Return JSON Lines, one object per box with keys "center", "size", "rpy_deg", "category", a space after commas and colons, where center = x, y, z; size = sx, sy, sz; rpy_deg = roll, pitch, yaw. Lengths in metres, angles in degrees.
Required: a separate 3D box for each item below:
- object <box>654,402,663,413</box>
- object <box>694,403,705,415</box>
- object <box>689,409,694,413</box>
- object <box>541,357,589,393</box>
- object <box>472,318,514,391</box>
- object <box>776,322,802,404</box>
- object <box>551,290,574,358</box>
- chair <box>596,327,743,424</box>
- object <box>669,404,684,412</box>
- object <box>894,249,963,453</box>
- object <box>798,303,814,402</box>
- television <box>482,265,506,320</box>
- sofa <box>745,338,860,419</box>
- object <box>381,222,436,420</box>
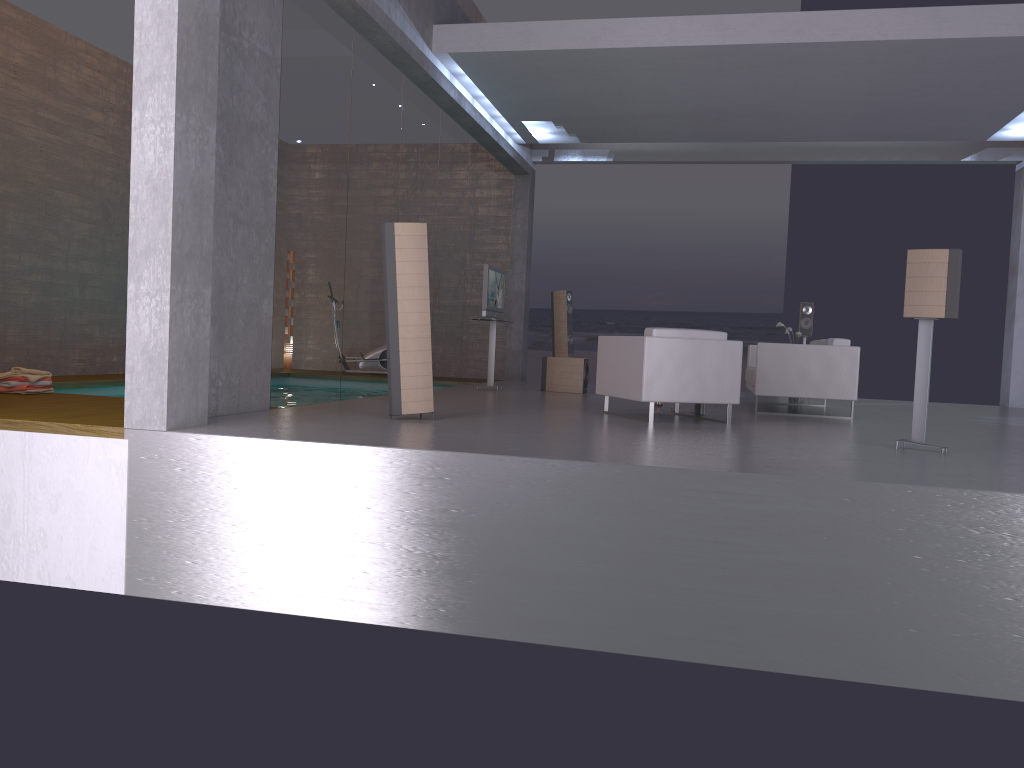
{"center": [1.444, 0.163, 8.730], "size": [0.091, 0.233, 0.091], "rpy_deg": [5, 3, 40], "category": "object"}
{"center": [1.828, 0.083, 8.604], "size": [0.109, 0.435, 0.109], "rpy_deg": [5, 3, 39], "category": "object"}
{"center": [1.823, 0.248, 8.829], "size": [0.079, 0.087, 0.235], "rpy_deg": [2, 3, -10], "category": "object"}
{"center": [0.718, -0.126, 11.982], "size": [0.604, 0.459, 0.514], "rpy_deg": [3, 3, 12], "category": "object"}
{"center": [-0.263, -0.402, 11.554], "size": [0.360, 0.958, 0.818], "rpy_deg": [3, 3, 12], "category": "object"}
{"center": [3.687, -0.273, 11.596], "size": [0.400, 1.051, 0.387], "rpy_deg": [1, 3, -40], "category": "object"}
{"center": [0.765, -0.704, 13.671], "size": [0.444, 1.469, 0.244], "rpy_deg": [4, 3, 37], "category": "object"}
{"center": [1.382, -0.094, 7.996], "size": [0.936, 0.808, 1.026], "rpy_deg": [2, 3, -17], "category": "chair"}
{"center": [1.634, 0.237, 8.879], "size": [0.079, 0.087, 0.235], "rpy_deg": [2, 3, -20], "category": "object"}
{"center": [2.824, -0.227, 6.023], "size": [0.333, 1.363, 0.243], "rpy_deg": [5, 3, 43], "category": "object"}
{"center": [4.090, -0.447, 12.410], "size": [0.243, 1.363, 0.333], "rpy_deg": [3, 3, 18], "category": "object"}
{"center": [-0.226, -1.179, 11.517], "size": [0.054, 0.644, 1.000], "rpy_deg": [3, 3, 12], "category": "television"}
{"center": [3.250, -0.115, 10.194], "size": [1.026, 0.824, 2.353], "rpy_deg": [3, 3, 12], "category": "sofa"}
{"center": [-0.791, -0.471, 6.653], "size": [0.444, 1.473, 0.244], "rpy_deg": [1, 3, -32], "category": "object"}
